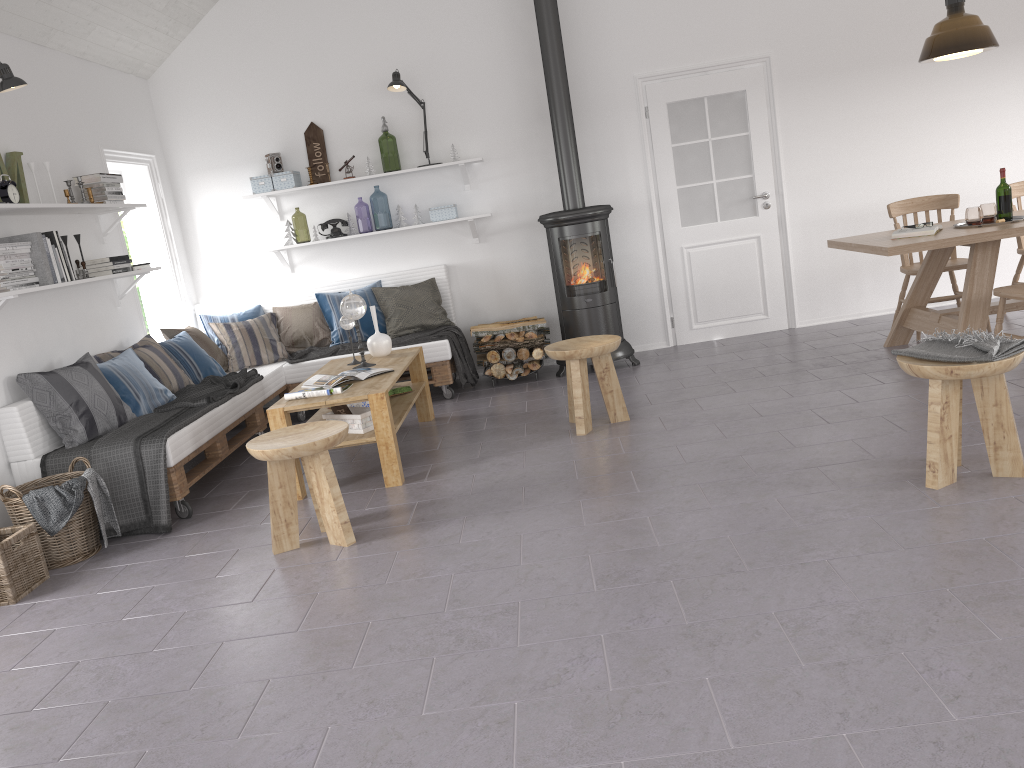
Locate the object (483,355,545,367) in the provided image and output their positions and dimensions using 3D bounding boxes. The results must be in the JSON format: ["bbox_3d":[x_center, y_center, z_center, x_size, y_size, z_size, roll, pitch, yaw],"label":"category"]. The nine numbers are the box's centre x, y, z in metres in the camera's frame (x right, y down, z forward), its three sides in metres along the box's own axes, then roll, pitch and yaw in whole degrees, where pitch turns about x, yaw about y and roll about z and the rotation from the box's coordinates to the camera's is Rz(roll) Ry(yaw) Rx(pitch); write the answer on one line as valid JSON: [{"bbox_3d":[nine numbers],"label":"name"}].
[{"bbox_3d":[0.011,-0.177,6.594,0.468,0.069,0.095,-9,11,3],"label":"object"}]

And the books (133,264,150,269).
[{"bbox_3d":[-2.464,-0.739,5.694,0.187,0.014,0.248,-9,11,1],"label":"books"}]

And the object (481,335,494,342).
[{"bbox_3d":[-0.168,-0.370,6.682,0.098,0.061,0.467,-8,11,4],"label":"object"}]

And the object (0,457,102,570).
[{"bbox_3d":[-2.121,0.606,4.121,0.393,0.432,0.393,-11,11,-10],"label":"object"}]

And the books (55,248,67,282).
[{"bbox_3d":[-2.465,-0.625,4.729,0.125,0.185,0.042,-8,11,3],"label":"books"}]

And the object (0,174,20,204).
[{"bbox_3d":[-2.543,-0.975,4.480,0.050,0.165,0.120,-8,11,3],"label":"object"}]

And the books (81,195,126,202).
[{"bbox_3d":[-2.536,-1.145,5.505,0.172,0.032,0.239,-8,11,3],"label":"books"}]

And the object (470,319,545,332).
[{"bbox_3d":[-0.032,-0.428,6.628,0.562,0.074,0.095,-8,11,4],"label":"object"}]

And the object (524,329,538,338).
[{"bbox_3d":[0.145,-0.414,6.668,0.098,0.088,0.466,-8,11,4],"label":"object"}]

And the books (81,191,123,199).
[{"bbox_3d":[-2.543,-1.173,5.506,0.152,0.024,0.238,-8,11,3],"label":"books"}]

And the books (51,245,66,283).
[{"bbox_3d":[-2.471,-0.628,4.704,0.141,0.203,0.044,-8,11,3],"label":"books"}]

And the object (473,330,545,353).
[{"bbox_3d":[-0.024,-0.322,6.640,0.538,0.082,0.099,-9,11,3],"label":"object"}]

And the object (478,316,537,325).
[{"bbox_3d":[-0.027,-0.461,6.814,0.467,0.063,0.095,-9,11,3],"label":"object"}]

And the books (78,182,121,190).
[{"bbox_3d":[-2.550,-1.222,5.486,0.161,0.027,0.223,-8,11,3],"label":"books"}]

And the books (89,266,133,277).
[{"bbox_3d":[-2.473,-0.681,5.431,0.191,0.032,0.258,-8,11,5],"label":"books"}]

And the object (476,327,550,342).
[{"bbox_3d":[0.008,-0.371,6.741,0.562,0.057,0.097,-9,11,3],"label":"object"}]

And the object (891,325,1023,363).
[{"bbox_3d":[1.714,-0.144,3.378,0.348,0.120,0.462,-15,12,-26],"label":"object"}]

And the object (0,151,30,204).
[{"bbox_3d":[-2.661,-1.072,4.684,0.052,0.311,0.330,-8,11,3],"label":"object"}]

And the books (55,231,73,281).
[{"bbox_3d":[-2.509,-0.673,4.775,0.210,0.274,0.048,-8,11,3],"label":"books"}]

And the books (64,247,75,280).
[{"bbox_3d":[-2.487,-0.642,4.834,0.152,0.185,0.045,-8,11,3],"label":"books"}]

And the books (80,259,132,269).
[{"bbox_3d":[-2.482,-0.729,5.422,0.212,0.023,0.258,-8,11,3],"label":"books"}]

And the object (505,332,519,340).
[{"bbox_3d":[0.004,-0.395,6.678,0.096,0.068,0.467,-9,11,3],"label":"object"}]

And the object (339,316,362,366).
[{"bbox_3d":[-0.993,-0.285,5.446,0.109,0.329,0.109,-15,13,-28],"label":"object"}]

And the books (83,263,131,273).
[{"bbox_3d":[-2.470,-0.707,5.418,0.191,0.023,0.242,-9,11,1],"label":"books"}]

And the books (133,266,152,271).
[{"bbox_3d":[-2.461,-0.727,5.701,0.187,0.014,0.253,-8,11,3],"label":"books"}]

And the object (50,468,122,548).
[{"bbox_3d":[-2.075,0.610,4.128,0.349,0.356,0.290,-10,11,-3],"label":"object"}]

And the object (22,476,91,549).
[{"bbox_3d":[-2.073,0.604,4.067,0.303,0.332,0.367,-19,15,-40],"label":"object"}]

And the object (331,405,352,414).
[{"bbox_3d":[-0.885,0.168,4.686,0.090,0.139,0.182,-16,13,-31],"label":"object"}]

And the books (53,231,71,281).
[{"bbox_3d":[-2.508,-0.667,4.752,0.200,0.272,0.054,-8,11,3],"label":"books"}]

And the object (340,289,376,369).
[{"bbox_3d":[-0.917,-0.331,5.255,0.155,0.468,0.155,-13,12,-18],"label":"object"}]

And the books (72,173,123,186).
[{"bbox_3d":[-2.560,-1.262,5.490,0.176,0.053,0.290,-8,11,3],"label":"books"}]

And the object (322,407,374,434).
[{"bbox_3d":[-0.833,0.189,4.645,0.281,0.102,0.155,-1,14,35],"label":"object"}]

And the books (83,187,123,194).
[{"bbox_3d":[-2.550,-1.200,5.517,0.161,0.026,0.223,-8,11,3],"label":"books"}]

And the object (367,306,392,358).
[{"bbox_3d":[-0.846,-0.328,5.561,0.155,0.325,0.155,-15,12,-26],"label":"object"}]

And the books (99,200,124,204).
[{"bbox_3d":[-2.542,-1.109,5.499,0.172,0.032,0.239,-8,11,3],"label":"books"}]

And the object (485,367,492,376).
[{"bbox_3d":[-0.170,-0.137,6.788,0.052,0.056,0.561,-8,11,3],"label":"object"}]

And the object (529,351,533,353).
[{"bbox_3d":[0.016,-0.214,6.779,0.562,0.063,0.095,-8,11,4],"label":"object"}]

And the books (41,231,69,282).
[{"bbox_3d":[-2.505,-0.665,4.734,0.200,0.274,0.038,-8,11,3],"label":"books"}]

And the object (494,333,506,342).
[{"bbox_3d":[-0.085,-0.381,6.683,0.098,0.060,0.467,-8,11,6],"label":"object"}]

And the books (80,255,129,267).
[{"bbox_3d":[-2.483,-0.752,5.408,0.190,0.028,0.239,-8,11,5],"label":"books"}]

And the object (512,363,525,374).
[{"bbox_3d":[0.049,-0.159,6.726,0.097,0.056,0.562,-9,11,3],"label":"object"}]

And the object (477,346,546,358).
[{"bbox_3d":[0.013,-0.232,6.885,0.569,0.078,0.115,-8,11,4],"label":"object"}]

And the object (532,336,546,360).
[{"bbox_3d":[0.191,-0.290,6.711,0.118,0.142,0.520,-8,11,6],"label":"object"}]

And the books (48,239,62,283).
[{"bbox_3d":[-2.507,-0.633,4.673,0.200,0.236,0.031,-8,11,3],"label":"books"}]

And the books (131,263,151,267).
[{"bbox_3d":[-2.472,-0.751,5.694,0.202,0.012,0.251,-8,11,4],"label":"books"}]

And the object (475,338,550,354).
[{"bbox_3d":[0.007,-0.285,6.617,0.562,0.063,0.095,-8,11,4],"label":"object"}]

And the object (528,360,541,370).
[{"bbox_3d":[0.168,-0.169,6.720,0.096,0.060,0.467,-8,11,3],"label":"object"}]

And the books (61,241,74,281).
[{"bbox_3d":[-2.491,-0.653,4.805,0.171,0.219,0.047,-8,11,3],"label":"books"}]

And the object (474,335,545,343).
[{"bbox_3d":[-0.018,-0.331,6.769,0.539,0.070,0.101,-8,11,4],"label":"object"}]

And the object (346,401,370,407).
[{"bbox_3d":[-0.840,0.103,4.954,0.302,0.161,0.302,-9,11,-1],"label":"object"}]

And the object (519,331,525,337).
[{"bbox_3d":[0.076,-0.403,6.662,0.044,0.034,0.425,-9,11,2],"label":"object"}]

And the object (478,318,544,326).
[{"bbox_3d":[-0.020,-0.446,6.730,0.541,0.070,0.101,-8,11,4],"label":"object"}]
